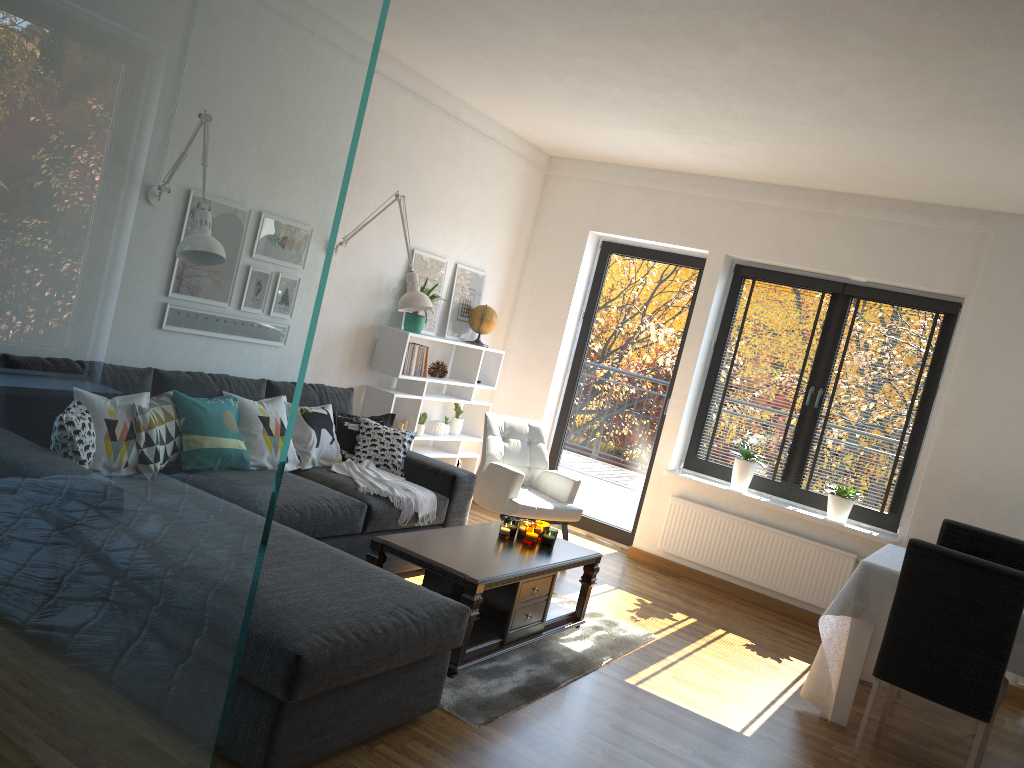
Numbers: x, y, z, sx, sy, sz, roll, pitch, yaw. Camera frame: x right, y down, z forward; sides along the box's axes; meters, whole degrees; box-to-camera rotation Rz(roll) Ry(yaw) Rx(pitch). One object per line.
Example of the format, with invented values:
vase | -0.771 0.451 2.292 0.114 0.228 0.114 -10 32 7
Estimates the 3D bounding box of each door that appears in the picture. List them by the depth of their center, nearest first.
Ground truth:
door | 0.832 0.057 6.786 0.974 2.277 0.120 16 5 30

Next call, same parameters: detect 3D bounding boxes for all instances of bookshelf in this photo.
bookshelf | -0.591 0.270 6.212 0.237 1.202 1.190 16 5 30

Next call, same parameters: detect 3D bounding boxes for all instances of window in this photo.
window | 8.013 3.145 16.032 21.857 18.390 12.942 12 5 -30

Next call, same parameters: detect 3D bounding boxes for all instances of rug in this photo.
rug | -0.108 1.153 4.199 1.050 0.034 1.814 16 4 30

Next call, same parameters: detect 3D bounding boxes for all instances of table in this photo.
table | 2.412 1.395 4.085 1.853 0.763 1.236 16 4 31
table | -0.115 0.944 4.116 0.569 0.409 1.180 16 4 30

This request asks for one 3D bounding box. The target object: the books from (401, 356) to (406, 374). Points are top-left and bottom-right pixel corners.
books | -0.745 -0.176 5.724 0.128 0.205 0.043 16 5 30

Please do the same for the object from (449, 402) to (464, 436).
object | -0.401 0.258 6.480 0.098 0.236 0.097 15 4 18

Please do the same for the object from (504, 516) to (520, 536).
object | -0.008 0.701 4.368 0.079 0.081 0.079 16 4 25

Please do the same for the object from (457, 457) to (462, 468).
object | -0.443 0.648 6.613 0.118 0.247 0.126 17 5 38

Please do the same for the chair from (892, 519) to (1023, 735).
chair | 2.363 1.246 4.653 0.461 0.961 0.545 16 5 30

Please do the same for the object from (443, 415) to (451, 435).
object | -0.477 0.296 6.388 0.072 0.137 0.072 15 4 11

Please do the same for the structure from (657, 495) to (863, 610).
structure | 1.679 1.178 5.923 1.454 0.460 0.078 16 5 29

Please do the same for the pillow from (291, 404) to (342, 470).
pillow | -1.050 0.279 4.743 0.265 0.318 0.382 16 4 30

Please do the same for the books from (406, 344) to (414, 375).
books | -0.715 -0.172 5.778 0.136 0.209 0.044 16 5 30

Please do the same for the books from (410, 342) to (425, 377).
books | -0.653 -0.164 5.888 0.132 0.208 0.044 16 5 31

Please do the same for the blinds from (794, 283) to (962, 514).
blinds | 2.378 0.097 5.834 0.709 1.424 0.049 16 5 30

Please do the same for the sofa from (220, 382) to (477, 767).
sofa | -0.836 0.561 3.969 2.159 0.848 2.510 16 4 30

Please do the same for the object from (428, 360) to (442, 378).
object | -0.534 -0.107 6.139 0.103 0.127 0.094 13 4 -14

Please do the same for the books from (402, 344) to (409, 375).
books | -0.736 -0.173 5.745 0.136 0.210 0.033 16 5 31

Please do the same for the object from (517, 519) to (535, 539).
object | 0.067 0.718 4.386 0.079 0.081 0.079 16 4 25

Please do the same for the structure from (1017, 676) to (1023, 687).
structure | 3.585 1.718 4.772 1.454 0.460 0.078 16 5 31

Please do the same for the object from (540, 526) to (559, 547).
object | 0.181 0.749 4.347 0.079 0.081 0.079 16 4 25

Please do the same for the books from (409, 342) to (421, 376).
books | -0.674 -0.167 5.849 0.132 0.209 0.044 16 5 30

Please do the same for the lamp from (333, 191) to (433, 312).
lamp | -0.711 -0.782 5.139 0.697 0.670 0.200 15 4 21

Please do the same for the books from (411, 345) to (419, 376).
books | -0.689 -0.169 5.826 0.134 0.209 0.048 16 5 30

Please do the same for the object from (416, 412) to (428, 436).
object | -0.628 0.264 6.002 0.088 0.173 0.087 10 6 -44

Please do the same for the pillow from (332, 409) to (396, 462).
pillow | -0.899 0.309 5.055 0.450 0.358 0.233 11 5 -34

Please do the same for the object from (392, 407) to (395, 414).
object | -0.836 0.213 5.816 0.108 0.198 0.109 17 5 41

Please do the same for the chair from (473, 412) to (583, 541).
chair | 0.069 0.679 5.754 0.546 0.833 0.683 11 5 -35

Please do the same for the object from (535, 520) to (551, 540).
object | 0.146 0.734 4.445 0.079 0.081 0.079 16 4 25

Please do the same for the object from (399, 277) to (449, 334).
object | -0.610 -0.521 5.815 0.387 0.372 0.424 15 4 17

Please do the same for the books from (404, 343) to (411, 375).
books | -0.725 -0.174 5.757 0.128 0.209 0.035 16 5 30

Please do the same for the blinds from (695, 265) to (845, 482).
blinds | 1.778 -0.073 6.197 0.709 1.424 0.049 16 5 30

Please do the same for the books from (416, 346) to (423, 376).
books | -0.664 -0.163 5.869 0.131 0.204 0.035 16 5 30

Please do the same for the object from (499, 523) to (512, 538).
object | -0.033 0.710 4.296 0.059 0.061 0.060 17 5 35

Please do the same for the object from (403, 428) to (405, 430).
object | -0.730 0.315 5.860 0.040 0.044 0.040 11 5 -33

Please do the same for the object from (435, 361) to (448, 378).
object | -0.492 -0.100 6.208 0.101 0.125 0.096 10 6 -44

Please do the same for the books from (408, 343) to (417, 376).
books | -0.698 -0.171 5.798 0.133 0.210 0.044 16 5 31

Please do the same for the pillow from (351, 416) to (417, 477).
pillow | -0.725 0.371 5.014 0.358 0.313 0.169 12 4 -19

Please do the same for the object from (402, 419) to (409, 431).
object | -0.717 0.287 5.904 0.039 0.099 0.039 16 5 26

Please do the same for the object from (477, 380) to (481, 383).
object | -0.248 -0.124 6.631 0.066 0.230 0.075 15 4 10

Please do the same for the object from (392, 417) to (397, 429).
object | -0.789 0.265 5.901 0.062 0.108 0.062 16 5 30

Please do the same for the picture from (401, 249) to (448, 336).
picture | -0.593 -0.613 6.009 0.059 0.533 0.390 16 5 30

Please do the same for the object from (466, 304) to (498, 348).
object | -0.220 -0.433 6.490 0.217 0.305 0.215 10 5 -43

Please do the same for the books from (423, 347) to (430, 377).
books | -0.615 -0.158 5.946 0.132 0.204 0.070 16 5 31

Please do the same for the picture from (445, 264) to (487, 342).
picture | -0.336 -0.577 6.448 0.059 0.533 0.390 16 5 30

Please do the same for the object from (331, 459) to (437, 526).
object | -0.736 0.557 4.631 0.605 0.212 0.488 16 4 26

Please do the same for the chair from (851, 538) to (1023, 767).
chair | 1.866 1.177 3.804 0.460 0.961 0.545 17 5 35

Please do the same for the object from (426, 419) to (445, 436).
object | -0.538 0.309 6.262 0.134 0.098 0.132 14 4 0

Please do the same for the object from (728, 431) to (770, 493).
object | 1.604 0.521 6.055 0.286 0.444 0.340 15 4 19

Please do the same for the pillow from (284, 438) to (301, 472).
pillow | -1.230 0.258 4.450 0.284 0.369 0.437 16 4 30

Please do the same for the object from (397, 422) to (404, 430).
object | -0.802 0.280 5.821 0.176 0.084 0.078 14 4 -2

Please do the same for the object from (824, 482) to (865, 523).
object | 2.148 0.778 5.782 0.267 0.237 0.283 15 4 12

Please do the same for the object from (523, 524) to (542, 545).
object | 0.097 0.731 4.304 0.079 0.081 0.079 16 4 25

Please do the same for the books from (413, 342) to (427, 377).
books | -0.634 -0.162 5.920 0.127 0.211 0.061 16 5 31
